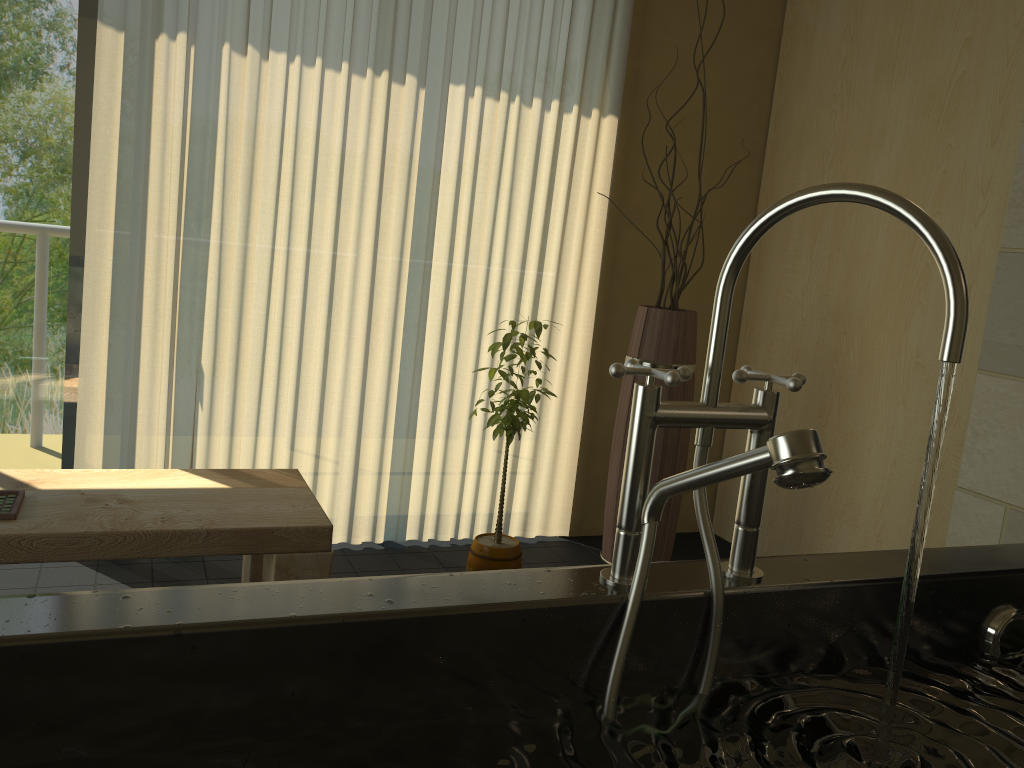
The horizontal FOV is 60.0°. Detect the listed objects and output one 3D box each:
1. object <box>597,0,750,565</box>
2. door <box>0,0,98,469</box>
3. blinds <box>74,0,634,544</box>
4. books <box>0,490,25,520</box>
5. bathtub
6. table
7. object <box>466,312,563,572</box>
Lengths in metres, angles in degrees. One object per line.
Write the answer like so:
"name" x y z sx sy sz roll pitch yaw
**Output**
"object" 0.448 -0.354 2.775 0.468 2.175 0.463 10 9 26
"door" -1.640 -0.632 2.697 1.037 2.328 0.063 2 9 -25
"blinds" -0.393 -0.704 2.976 1.943 2.575 0.064 2 9 -25
"books" -1.262 0.271 1.976 0.294 0.014 0.182 2 10 -24
"bathtub" 0.434 0.436 0.639 2.131 1.159 1.070 2 9 -24
"table" -1.059 0.472 2.180 1.124 0.399 0.514 2 9 -24
"object" -0.016 0.246 2.627 0.242 0.928 0.267 8 8 14
